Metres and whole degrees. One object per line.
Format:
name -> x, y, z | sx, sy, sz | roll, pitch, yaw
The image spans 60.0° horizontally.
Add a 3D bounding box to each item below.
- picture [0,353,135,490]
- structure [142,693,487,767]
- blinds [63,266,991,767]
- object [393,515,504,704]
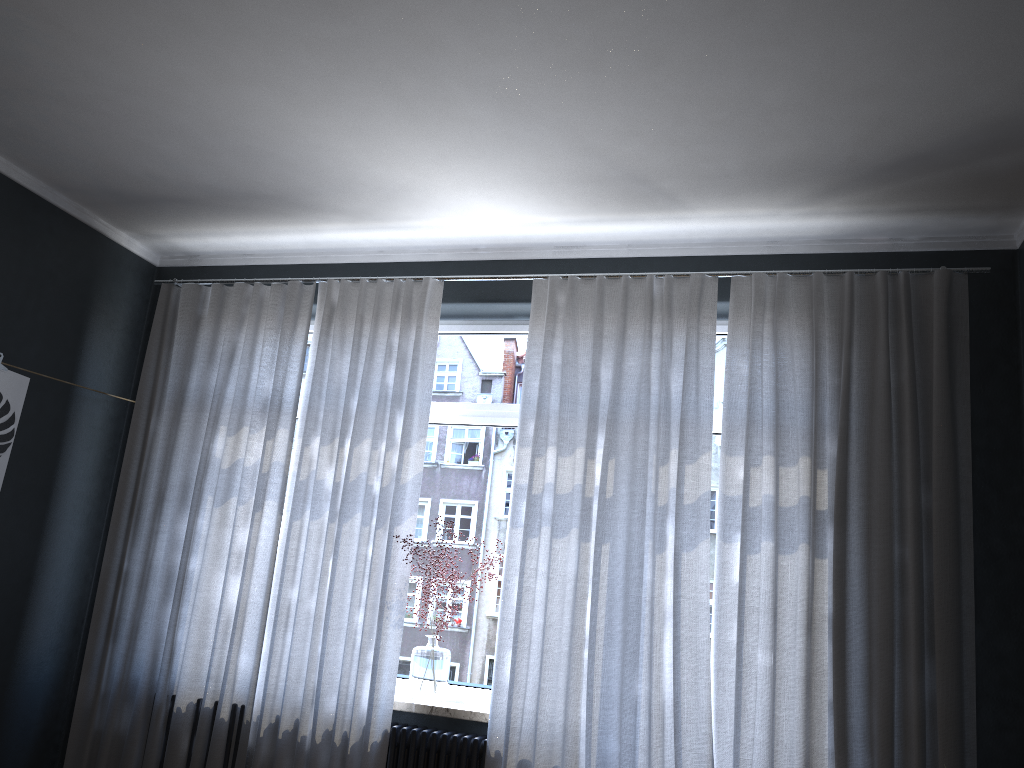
picture -> -2.597, -0.124, 2.597 | 0.058, 0.768, 4.474 | 2, -15, 17
structure -> -0.837, 1.773, 3.919 | 1.846, 0.598, 0.216 | 1, -14, 17
blinds -> -0.099, 0.850, 3.884 | 3.992, 2.779, 0.313 | 1, -14, 17
object -> -0.328, 1.020, 4.002 | 0.514, 0.806, 0.601 | 8, -14, -8
